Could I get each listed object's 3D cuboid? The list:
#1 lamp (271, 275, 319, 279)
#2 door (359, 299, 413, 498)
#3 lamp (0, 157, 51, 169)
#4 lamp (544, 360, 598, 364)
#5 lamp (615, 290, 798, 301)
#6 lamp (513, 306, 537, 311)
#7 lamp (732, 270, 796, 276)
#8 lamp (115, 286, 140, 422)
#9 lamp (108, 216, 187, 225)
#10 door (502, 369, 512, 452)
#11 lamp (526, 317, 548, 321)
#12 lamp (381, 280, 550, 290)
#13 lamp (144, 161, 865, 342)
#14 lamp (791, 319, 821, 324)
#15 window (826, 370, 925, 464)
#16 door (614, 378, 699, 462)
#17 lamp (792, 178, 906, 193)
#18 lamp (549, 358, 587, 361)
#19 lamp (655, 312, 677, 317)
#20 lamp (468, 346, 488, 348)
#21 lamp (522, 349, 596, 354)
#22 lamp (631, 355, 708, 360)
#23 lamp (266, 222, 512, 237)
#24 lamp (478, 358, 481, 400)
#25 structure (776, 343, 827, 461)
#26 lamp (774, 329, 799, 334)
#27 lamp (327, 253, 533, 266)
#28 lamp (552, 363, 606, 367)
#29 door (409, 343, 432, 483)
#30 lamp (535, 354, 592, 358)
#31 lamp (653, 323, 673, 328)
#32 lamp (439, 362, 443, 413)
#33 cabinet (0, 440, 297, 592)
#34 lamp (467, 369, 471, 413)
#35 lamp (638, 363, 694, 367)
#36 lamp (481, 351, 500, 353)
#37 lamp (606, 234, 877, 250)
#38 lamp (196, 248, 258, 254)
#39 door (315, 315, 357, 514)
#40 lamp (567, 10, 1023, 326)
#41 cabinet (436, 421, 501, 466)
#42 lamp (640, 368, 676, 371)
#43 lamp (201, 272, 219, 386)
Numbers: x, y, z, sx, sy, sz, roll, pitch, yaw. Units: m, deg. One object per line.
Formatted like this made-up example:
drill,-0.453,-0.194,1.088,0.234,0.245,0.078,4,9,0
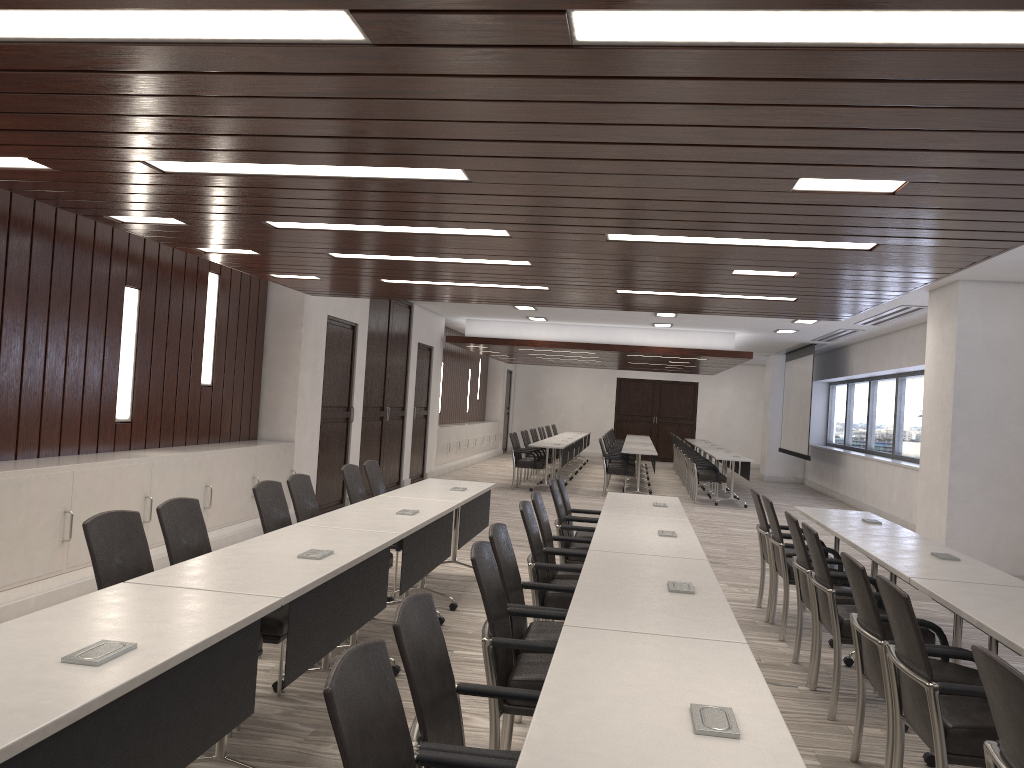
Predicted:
lamp,-1.945,-0.985,7.948,0.464,0.045,0.236,3,-1,8
door,-1.871,0.147,12.881,0.200,2.889,2.327,3,-1,8
lamp,-2.463,-1.086,4.246,0.464,0.045,0.236,3,-1,8
lamp,1.395,-0.539,20.698,1.496,0.045,0.236,3,-1,8
lamp,1.619,-0.769,7.444,1.496,0.045,0.236,3,-1,8
lamp,0.205,-1.223,13.629,0.324,0.120,0.519,3,-1,8
lamp,1.736,-0.786,6.095,0.421,0.046,0.236,3,-1,8
lamp,-3.081,-0.234,7.005,0.094,1.058,0.236,3,-1,8
lamp,-2.280,-1.050,5.552,0.464,0.045,0.236,3,-1,8
door,-0.199,0.759,24.969,0.200,2.323,1.163,3,-1,8
lamp,0.442,-1.176,15.323,0.324,0.120,0.519,3,-1,8
lamp,-0.417,-0.892,7.732,1.496,0.045,0.236,3,-1,8
lamp,2.521,-0.922,9.834,1.469,0.552,14.295,3,-1,31
lamp,4.327,-0.973,13.046,0.324,0.120,0.519,3,-1,8
window,6.436,0.537,14.749,0.118,1.419,10.452,3,-1,8
door,4.123,1.042,25.527,2.329,2.323,0.200,3,-1,8
lamp,1.401,-0.852,3.699,0.421,0.046,0.236,3,-1,8
lamp,1.243,-0.569,19.609,1.496,0.045,0.236,3,-1,8
lamp,2.319,-1.095,13.330,0.324,0.120,0.519,3,-1,8
lamp,-0.681,-0.739,16.994,0.464,0.045,0.236,3,-1,8
lamp,0.847,-0.646,16.778,1.496,0.045,0.236,3,-1,8
lamp,2.884,-0.522,16.490,1.496,0.045,0.236,3,-1,8
lamp,-0.752,-0.958,5.336,1.496,0.045,0.236,3,-1,8
lamp,-0.884,-0.127,22.591,0.094,1.058,0.236,3,-1,8
structure,5.888,0.322,18.372,0.438,2.329,3.550,3,-1,8
lamp,4.563,-0.927,14.741,0.324,0.120,0.519,3,-1,8
lamp,-0.600,-0.928,6.425,1.496,0.045,0.236,3,-1,8
lamp,1.578,-0.503,22.005,1.496,0.045,0.236,3,-1,8
door,-1.594,0.487,14.988,0.200,2.323,1.163,3,-1,8
lamp,1.060,-0.604,18.303,1.496,0.045,0.236,3,-1,8
lamp,2.555,-1.048,15.025,0.324,0.120,0.519,3,-1,8
lamp,-1.513,0.072,18.229,0.094,1.058,0.236,3,-1,8
cabinet,-3.029,0.858,5.734,0.476,0.698,7.540,3,-1,8
lamp,-1.087,0.155,21.278,0.094,1.058,0.236,3,-1,8
lamp,3.279,-0.445,19.321,1.496,0.045,0.236,3,-1,8
lamp,-0.468,-0.697,18.519,0.464,0.045,0.236,3,-1,8
lamp,1.285,-0.834,5.048,1.496,0.045,0.236,3,-1,8
lamp,-2.128,-1.021,6.641,0.464,0.045,0.236,3,-1,8
door,-2.185,0.372,10.760,0.200,2.323,1.163,3,-1,8
lamp,3.255,-0.921,7.381,1.499,0.552,12.001,3,-1,25
cabinet,-1.032,1.247,20.024,0.476,0.698,7.540,3,-1,8
lamp,3.614,-0.380,21.717,1.496,0.045,0.236,3,-1,8
lamp,-2.879,-0.516,8.318,0.094,1.058,0.236,3,-1,8
